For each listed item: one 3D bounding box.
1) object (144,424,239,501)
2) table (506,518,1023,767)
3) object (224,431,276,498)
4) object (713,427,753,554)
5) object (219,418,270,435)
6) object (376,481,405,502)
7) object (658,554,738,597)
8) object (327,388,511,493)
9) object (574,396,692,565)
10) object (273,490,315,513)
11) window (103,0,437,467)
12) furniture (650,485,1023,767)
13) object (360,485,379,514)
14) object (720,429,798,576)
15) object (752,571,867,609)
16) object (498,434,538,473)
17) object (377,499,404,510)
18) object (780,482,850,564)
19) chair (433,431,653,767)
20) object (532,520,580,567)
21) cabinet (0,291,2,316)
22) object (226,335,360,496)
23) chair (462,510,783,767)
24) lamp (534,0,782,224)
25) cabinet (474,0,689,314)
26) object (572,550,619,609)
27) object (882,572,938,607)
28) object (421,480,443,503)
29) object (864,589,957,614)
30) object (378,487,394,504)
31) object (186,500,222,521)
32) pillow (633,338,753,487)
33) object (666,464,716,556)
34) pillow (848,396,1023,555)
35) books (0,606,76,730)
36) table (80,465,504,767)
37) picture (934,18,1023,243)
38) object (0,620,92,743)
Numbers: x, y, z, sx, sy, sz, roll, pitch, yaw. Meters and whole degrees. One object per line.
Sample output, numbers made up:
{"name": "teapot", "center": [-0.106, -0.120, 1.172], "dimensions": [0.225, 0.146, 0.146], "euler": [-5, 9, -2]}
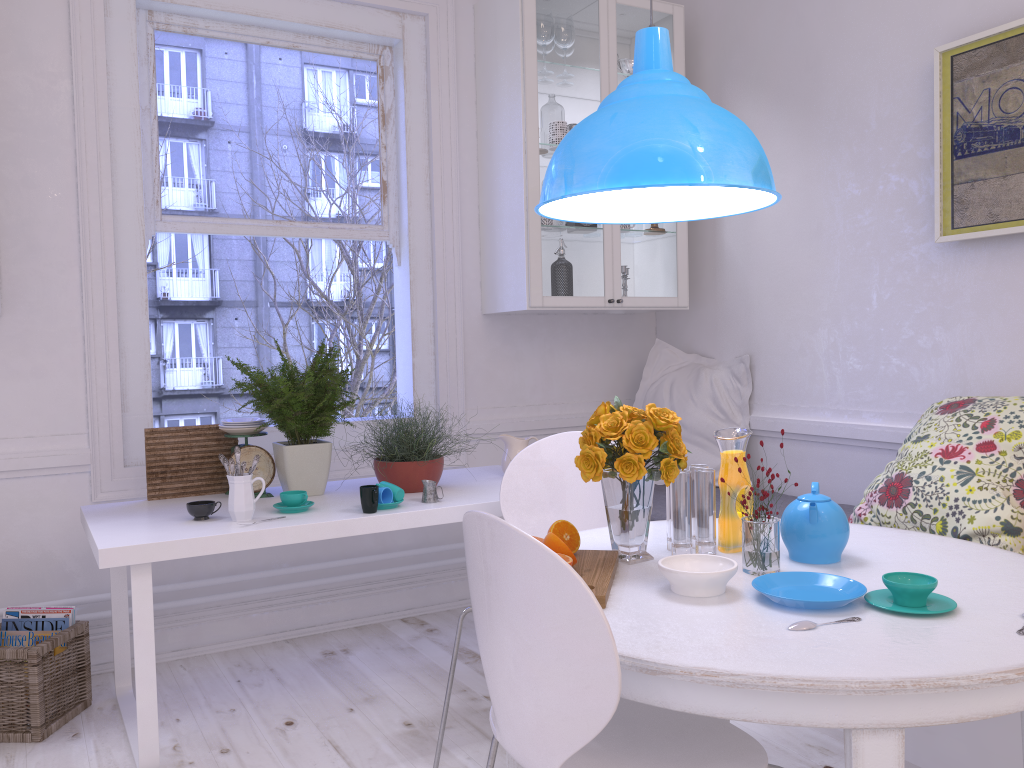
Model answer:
{"name": "object", "center": [-1.068, 0.258, 2.972], "dimensions": [0.294, 0.237, 0.028], "euler": [-3, 3, -29]}
{"name": "table", "center": [0.524, 0.691, 1.781], "dimensions": [1.140, 0.629, 1.140], "euler": [-1, 2, 0]}
{"name": "object", "center": [-0.880, 0.268, 2.955], "dimensions": [0.159, 0.208, 0.185], "euler": [-3, 3, -29]}
{"name": "object", "center": [0.499, 0.235, 1.989], "dimensions": [0.094, 0.267, 0.116], "euler": [-2, 2, -2]}
{"name": "object", "center": [-0.892, 0.142, 2.957], "dimensions": [0.164, 0.047, 0.163], "euler": [-1, 3, 20]}
{"name": "object", "center": [-0.373, 0.327, 2.686], "dimensions": [0.082, 0.059, 0.069], "euler": [1, 3, 39]}
{"name": "object", "center": [0.347, 0.360, 1.658], "dimensions": [0.147, 0.052, 0.147], "euler": [-1, 3, 13]}
{"name": "object", "center": [-0.340, 0.190, 3.011], "dimensions": [0.668, 0.367, 0.531], "euler": [-2, 2, -5]}
{"name": "object", "center": [0.257, 0.203, 1.892], "dimensions": [0.235, 0.351, 0.234], "euler": [0, 3, 26]}
{"name": "object", "center": [-0.651, 0.351, 2.645], "dimensions": [0.121, 0.055, 0.121], "euler": [-1, 2, 11]}
{"name": "window", "center": [-0.923, -0.620, 3.518], "dimensions": [1.234, 1.782, 0.181], "euler": [-3, 3, -29]}
{"name": "furniture", "center": [1.256, 0.702, 2.521], "dimensions": [0.769, 0.508, 3.296], "euler": [-3, 3, -29]}
{"name": "object", "center": [-0.415, 0.337, 2.580], "dimensions": [0.055, 0.077, 0.070], "euler": [-2, 2, -4]}
{"name": "object", "center": [0.508, 0.233, 1.773], "dimensions": [0.128, 0.287, 0.128], "euler": [-3, 3, -27]}
{"name": "object", "center": [0.531, 0.372, 1.589], "dimensions": [0.196, 0.023, 0.196], "euler": [-4, 3, -42]}
{"name": "object", "center": [0.021, 0.260, 3.250], "dimensions": [0.115, 0.152, 0.127], "euler": [1, 3, 43]}
{"name": "object", "center": [-0.386, 0.360, 2.669], "dimensions": [0.121, 0.021, 0.121], "euler": [-1, 2, 11]}
{"name": "object", "center": [0.642, 0.293, 1.880], "dimensions": [0.156, 0.151, 0.150], "euler": [-3, 3, -26]}
{"name": "chair", "center": [0.137, 0.569, 2.359], "dimensions": [0.604, 0.845, 0.483], "euler": [-1, 3, 16]}
{"name": "object", "center": [0.066, 0.328, 1.761], "dimensions": [0.129, 0.075, 0.285], "euler": [-1, 2, 7]}
{"name": "cabinet", "center": [-1.971, -0.857, 2.539], "dimensions": [0.823, 1.311, 0.425], "euler": [-3, 3, -29]}
{"name": "object", "center": [-0.701, 0.104, 2.917], "dimensions": [0.438, 0.527, 0.368], "euler": [-3, 3, -29]}
{"name": "chair", "center": [0.178, 0.606, 1.476], "dimensions": [0.483, 0.845, 0.604], "euler": [-3, 3, -29]}
{"name": "lamp", "center": [0.312, -1.386, 2.039], "dimensions": [0.568, 1.948, 0.568], "euler": [-1, 2, 5]}
{"name": "cabinet", "center": [0.316, -0.968, 3.812], "dimensions": [0.823, 1.311, 0.425], "euler": [-3, 3, -29]}
{"name": "object", "center": [0.086, 0.377, 1.746], "dimensions": [0.224, 0.024, 0.347], "euler": [-1, 2, 11]}
{"name": "object", "center": [0.686, 0.356, 1.529], "dimensions": [0.088, 0.043, 0.088], "euler": [-2, 3, -22]}
{"name": "object", "center": [-0.249, 0.331, 2.746], "dimensions": [0.066, 0.067, 0.052], "euler": [-3, 3, -28]}
{"name": "object", "center": [0.686, 0.377, 1.530], "dimensions": [0.147, 0.011, 0.147], "euler": [-3, 3, -27]}
{"name": "object", "center": [-0.398, 0.335, 2.658], "dimensions": [0.080, 0.058, 0.069], "euler": [0, 3, 34]}
{"name": "object", "center": [-0.892, 0.365, 2.548], "dimensions": [0.082, 0.048, 0.079], "euler": [-1, 3, 21]}
{"name": "pillow", "center": [0.759, 0.116, 3.903], "dimensions": [0.677, 0.642, 0.374], "euler": [0, 3, 31]}
{"name": "object", "center": [0.395, 0.279, 1.962], "dimensions": [0.101, 0.186, 0.122], "euler": [-1, 2, 1]}
{"name": "pillow", "center": [1.362, 0.262, 2.604], "dimensions": [0.509, 0.447, 0.592], "euler": [-3, 3, -24]}
{"name": "books", "center": [-1.469, 0.850, 2.673], "dimensions": [0.221, 0.306, 0.205], "euler": [-1, 2, 4]}
{"name": "table", "center": [-0.531, 0.675, 2.888], "dimensions": [1.514, 0.619, 0.736], "euler": [-3, 3, -29]}
{"name": "picture", "center": [1.619, -0.763, 2.467], "dimensions": [0.020, 0.629, 0.971], "euler": [-3, 3, -29]}
{"name": "object", "center": [-1.470, 0.884, 2.661], "dimensions": [0.276, 0.270, 0.276], "euler": [-1, 2, 4]}
